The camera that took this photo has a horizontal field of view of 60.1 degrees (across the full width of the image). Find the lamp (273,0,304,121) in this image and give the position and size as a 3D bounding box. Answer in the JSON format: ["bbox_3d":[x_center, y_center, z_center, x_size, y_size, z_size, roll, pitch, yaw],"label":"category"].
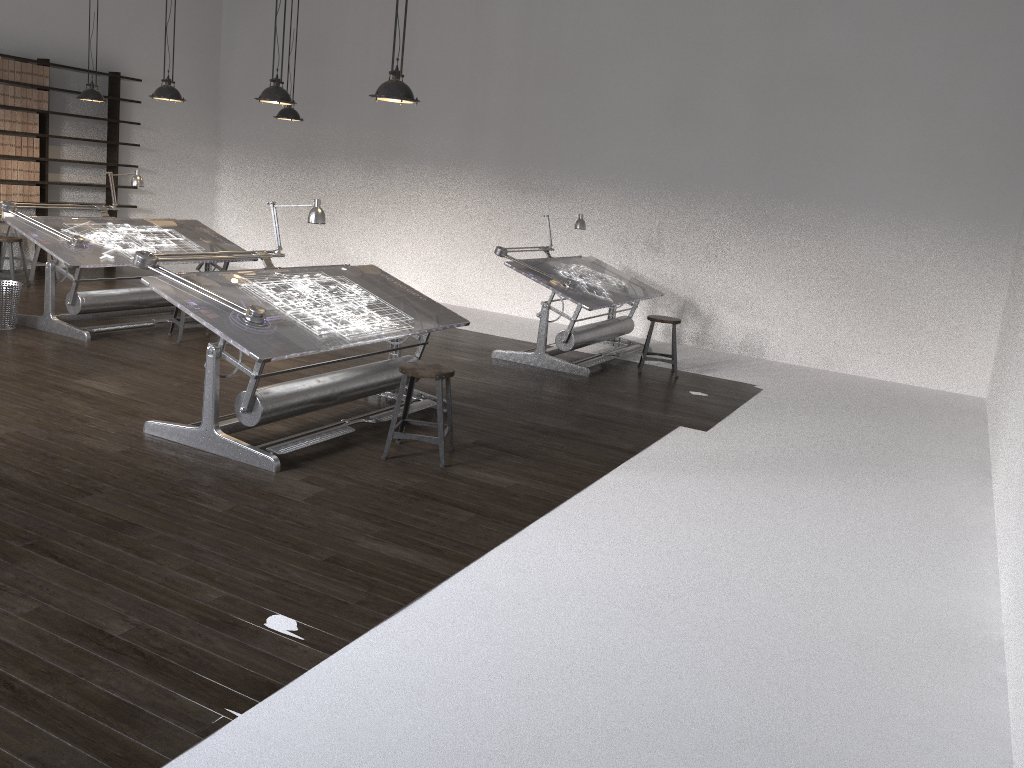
[{"bbox_3d":[-2.188,-3.819,8.938,0.313,2.233,0.313,7,10,6],"label":"lamp"}]

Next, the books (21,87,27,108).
[{"bbox_3d":[-5.623,-3.266,10.100,0.175,0.224,0.067,11,11,26],"label":"books"}]

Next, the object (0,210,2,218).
[{"bbox_3d":[-5.685,-1.913,9.803,0.068,0.153,0.068,6,10,3],"label":"object"}]

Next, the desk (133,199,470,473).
[{"bbox_3d":[-1.224,-0.443,5.485,1.081,1.374,2.080,11,13,26],"label":"desk"}]

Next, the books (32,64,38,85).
[{"bbox_3d":[-5.532,-3.556,10.174,0.175,0.224,0.067,11,11,26],"label":"books"}]

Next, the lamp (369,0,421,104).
[{"bbox_3d":[-0.598,-2.809,5.172,0.313,2.233,0.313,7,10,6],"label":"lamp"}]

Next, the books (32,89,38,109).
[{"bbox_3d":[-5.554,-3.287,10.221,0.175,0.224,0.067,11,11,26],"label":"books"}]

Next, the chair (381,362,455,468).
[{"bbox_3d":[-0.511,0.162,5.099,0.372,0.523,0.361,7,11,5],"label":"chair"}]

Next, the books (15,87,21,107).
[{"bbox_3d":[-5.652,-3.255,10.036,0.175,0.224,0.067,11,11,26],"label":"books"}]

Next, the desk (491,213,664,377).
[{"bbox_3d":[0.674,-0.963,8.674,1.081,1.374,2.080,11,13,26],"label":"desk"}]

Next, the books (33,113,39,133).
[{"bbox_3d":[-5.577,-3.028,10.279,0.175,0.224,0.067,11,11,26],"label":"books"}]

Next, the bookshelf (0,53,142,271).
[{"bbox_3d":[-7.187,-1.744,7.685,0.375,3.178,9.229,11,13,26],"label":"bookshelf"}]

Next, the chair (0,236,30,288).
[{"bbox_3d":[-5.307,-1.270,9.274,0.371,0.523,0.362,5,11,-5],"label":"chair"}]

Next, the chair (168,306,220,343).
[{"bbox_3d":[-2.735,-0.641,7.654,0.372,0.523,0.361,-2,13,-35],"label":"chair"}]

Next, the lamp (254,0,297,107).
[{"bbox_3d":[-1.670,-3.210,6.492,0.311,2.246,0.315,-2,13,-38],"label":"lamp"}]

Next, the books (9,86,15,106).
[{"bbox_3d":[-5.687,-3.245,9.973,0.175,0.223,0.067,11,11,26],"label":"books"}]

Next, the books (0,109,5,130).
[{"bbox_3d":[-5.766,-2.966,9.916,0.175,0.224,0.067,11,11,26],"label":"books"}]

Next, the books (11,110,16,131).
[{"bbox_3d":[-5.706,-2.987,10.037,0.175,0.223,0.067,11,11,26],"label":"books"}]

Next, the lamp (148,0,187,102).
[{"bbox_3d":[-2.903,-3.585,7.567,0.311,2.233,0.315,-2,13,-38],"label":"lamp"}]

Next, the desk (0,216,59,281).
[{"bbox_3d":[-5.764,-1.469,9.621,0.658,0.663,1.678,11,13,26],"label":"desk"}]

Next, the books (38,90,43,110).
[{"bbox_3d":[-5.528,-3.298,10.282,0.175,0.223,0.067,11,11,26],"label":"books"}]

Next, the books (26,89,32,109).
[{"bbox_3d":[-5.593,-3.277,10.163,0.175,0.224,0.067,11,11,26],"label":"books"}]

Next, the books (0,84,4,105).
[{"bbox_3d":[-5.744,-3.224,9.858,0.175,0.224,0.067,11,11,26],"label":"books"}]

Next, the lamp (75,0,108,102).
[{"bbox_3d":[-4.340,-4.099,9.198,0.311,2.233,0.315,-2,13,-38],"label":"lamp"}]

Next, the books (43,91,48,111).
[{"bbox_3d":[-5.497,-3.307,10.337,0.175,0.223,0.067,11,11,26],"label":"books"}]

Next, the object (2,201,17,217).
[{"bbox_3d":[-5.585,-1.931,9.842,0.145,0.194,0.145,6,11,-1],"label":"object"}]

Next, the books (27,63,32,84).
[{"bbox_3d":[-5.565,-3.545,10.108,0.175,0.223,0.067,11,11,26],"label":"books"}]

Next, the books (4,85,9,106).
[{"bbox_3d":[-5.717,-3.235,9.919,0.175,0.223,0.067,11,11,26],"label":"books"}]

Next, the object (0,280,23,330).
[{"bbox_3d":[-4.233,-0.648,7.303,0.353,0.374,0.356,-4,15,-41],"label":"object"}]

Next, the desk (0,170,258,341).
[{"bbox_3d":[-3.433,-1.245,8.045,1.081,1.374,2.080,11,13,26],"label":"desk"}]

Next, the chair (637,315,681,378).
[{"bbox_3d":[1.390,-0.359,8.292,0.372,0.523,0.361,7,11,5],"label":"chair"}]

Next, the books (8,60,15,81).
[{"bbox_3d":[-5.660,-3.513,9.924,0.175,0.224,0.067,11,11,26],"label":"books"}]
